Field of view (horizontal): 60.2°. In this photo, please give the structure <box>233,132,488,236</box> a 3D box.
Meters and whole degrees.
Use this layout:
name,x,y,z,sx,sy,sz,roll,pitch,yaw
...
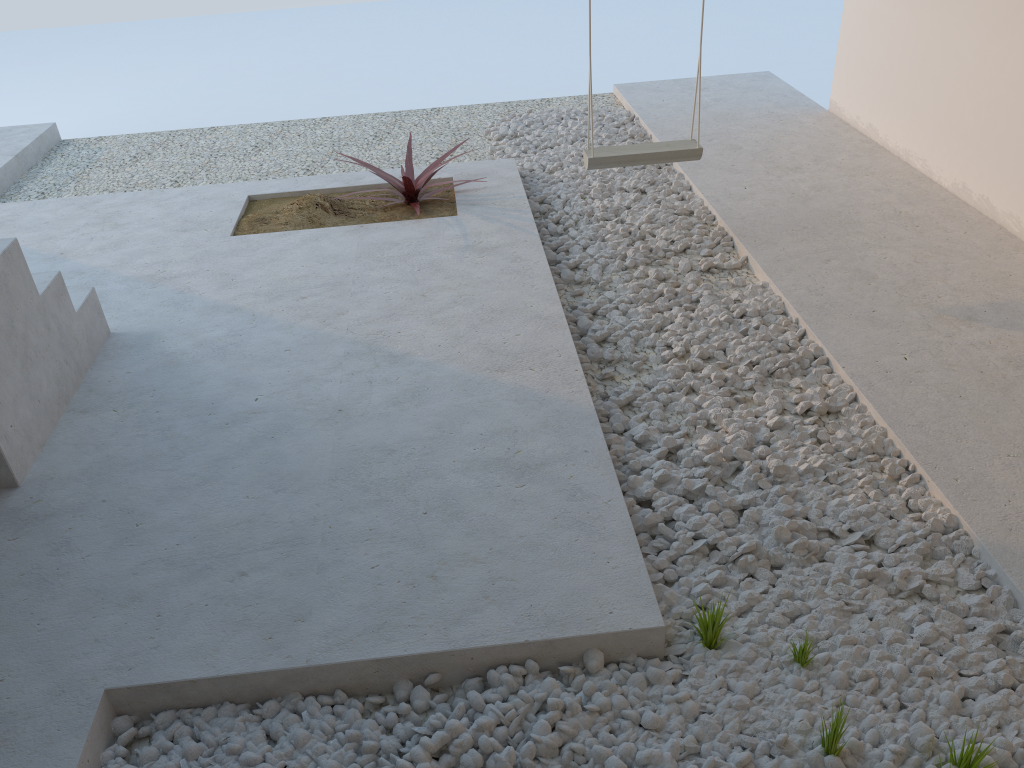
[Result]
name,x,y,z,sx,sy,sz,roll,pitch,yaw
structure,-0.713,-0.917,4.156,1.202,0.305,0.714,-6,33,-3

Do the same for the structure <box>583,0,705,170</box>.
name,x,y,z,sx,sy,sz,roll,pitch,yaw
structure,0.474,-1.696,3.037,0.462,1.951,0.123,-6,34,-3
